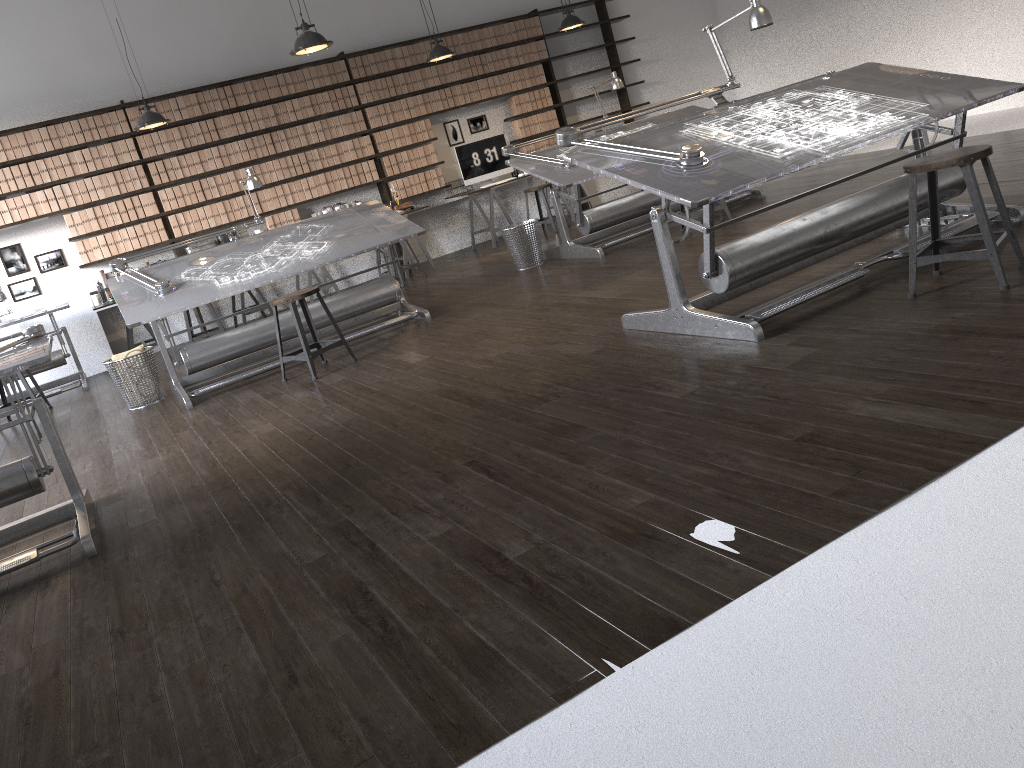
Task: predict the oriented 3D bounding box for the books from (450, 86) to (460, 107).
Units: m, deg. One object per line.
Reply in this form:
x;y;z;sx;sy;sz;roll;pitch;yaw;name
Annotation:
-0.687;-3.311;10.239;0.067;0.223;0.175;-22;14;-23;books

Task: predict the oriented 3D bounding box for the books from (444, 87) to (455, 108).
-0.748;-3.284;10.205;0.067;0.223;0.175;-22;14;-23;books

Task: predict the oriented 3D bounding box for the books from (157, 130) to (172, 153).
-3.493;-2.421;8.898;0.067;0.223;0.175;-22;14;-23;books

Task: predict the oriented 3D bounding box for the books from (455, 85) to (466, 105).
-0.628;-3.334;10.260;0.067;0.223;0.175;-22;14;-23;books

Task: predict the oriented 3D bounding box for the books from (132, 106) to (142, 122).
-3.698;-2.624;8.777;0.067;0.223;0.175;-22;14;-23;books

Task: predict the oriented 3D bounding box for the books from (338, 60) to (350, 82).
-1.849;-3.395;9.647;0.067;0.223;0.175;-22;14;-23;books

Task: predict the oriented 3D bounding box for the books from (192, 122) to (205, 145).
-3.204;-2.541;9.032;0.067;0.223;0.175;-22;14;-23;books

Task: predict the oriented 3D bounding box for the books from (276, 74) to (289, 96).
-2.440;-3.148;9.368;0.067;0.223;0.175;-22;14;-23;books

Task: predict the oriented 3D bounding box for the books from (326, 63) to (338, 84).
-1.972;-3.345;9.594;0.067;0.223;0.175;-22;14;-23;books

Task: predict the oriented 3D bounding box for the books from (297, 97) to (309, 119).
-2.254;-2.938;9.482;0.067;0.223;0.175;-22;14;-23;books

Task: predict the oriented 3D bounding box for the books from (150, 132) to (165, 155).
-3.555;-2.395;8.867;0.067;0.223;0.175;-22;14;-23;books

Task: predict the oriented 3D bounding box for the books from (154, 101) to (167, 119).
-3.518;-2.701;8.870;0.067;0.223;0.175;-22;14;-23;books

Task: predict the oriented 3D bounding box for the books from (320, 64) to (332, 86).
-2.027;-3.320;9.562;0.067;0.223;0.175;-22;14;-23;books

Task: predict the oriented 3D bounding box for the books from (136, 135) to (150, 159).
-3.677;-2.346;8.816;0.067;0.223;0.175;-22;14;-23;books

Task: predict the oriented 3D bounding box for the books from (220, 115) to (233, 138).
-2.961;-2.643;9.149;0.067;0.223;0.175;-22;14;-23;books

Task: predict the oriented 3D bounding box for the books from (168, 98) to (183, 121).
-3.396;-2.750;8.921;0.067;0.223;0.175;-22;14;-23;books

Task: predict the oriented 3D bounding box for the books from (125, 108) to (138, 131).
-3.753;-2.602;8.756;0.067;0.223;0.175;-22;14;-23;books

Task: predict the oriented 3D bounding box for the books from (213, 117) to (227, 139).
-3.018;-2.620;9.125;0.067;0.223;0.175;-22;14;-23;books

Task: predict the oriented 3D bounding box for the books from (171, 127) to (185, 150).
-3.382;-2.466;8.947;0.067;0.223;0.175;-22;14;-23;books

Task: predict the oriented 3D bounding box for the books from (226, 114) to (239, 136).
-2.905;-2.665;9.170;0.067;0.223;0.175;-22;14;-23;books

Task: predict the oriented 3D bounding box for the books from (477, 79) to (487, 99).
-0.385;-3.436;10.378;0.067;0.223;0.175;-22;14;-23;books

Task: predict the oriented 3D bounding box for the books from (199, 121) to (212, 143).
-3.145;-2.567;9.065;0.067;0.223;0.175;-22;14;-23;books

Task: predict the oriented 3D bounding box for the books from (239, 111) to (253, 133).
-2.783;-2.717;9.231;0.067;0.223;0.175;-22;14;-23;books

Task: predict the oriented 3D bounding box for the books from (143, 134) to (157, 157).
-3.616;-2.370;8.843;0.067;0.223;0.175;-22;14;-23;books

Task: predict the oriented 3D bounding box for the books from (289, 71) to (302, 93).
-2.322;-3.200;9.431;0.067;0.223;0.175;-22;14;-23;books

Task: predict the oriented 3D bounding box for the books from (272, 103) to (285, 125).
-2.490;-2.840;9.373;0.067;0.223;0.175;-22;14;-23;books

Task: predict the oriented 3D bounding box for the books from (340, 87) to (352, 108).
-1.831;-3.115;9.682;0.067;0.223;0.175;-22;14;-23;books

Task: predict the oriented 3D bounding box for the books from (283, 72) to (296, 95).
-2.380;-3.174;9.400;0.067;0.223;0.175;-22;14;-23;books

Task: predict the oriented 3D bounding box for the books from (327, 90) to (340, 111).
-1.958;-3.062;9.622;0.067;0.223;0.175;-22;14;-23;books

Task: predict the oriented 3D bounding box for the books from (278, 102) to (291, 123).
-2.429;-2.865;9.400;0.067;0.223;0.175;-22;14;-23;books

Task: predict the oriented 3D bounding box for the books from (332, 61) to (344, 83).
-1.911;-3.370;9.623;0.067;0.223;0.175;-22;14;-23;books

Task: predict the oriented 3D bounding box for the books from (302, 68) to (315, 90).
-2.200;-3.249;9.482;0.067;0.223;0.175;-22;14;-23;books

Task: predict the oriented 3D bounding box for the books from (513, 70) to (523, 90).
0.034;-3.610;10.574;0.067;0.223;0.175;-22;14;-23;books

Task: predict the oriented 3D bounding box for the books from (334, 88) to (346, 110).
-1.892;-3.088;9.647;0.067;0.223;0.175;-22;14;-23;books

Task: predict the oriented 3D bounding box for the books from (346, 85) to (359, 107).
-1.765;-3.141;9.710;0.067;0.223;0.175;-22;14;-23;books

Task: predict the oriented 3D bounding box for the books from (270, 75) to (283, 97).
-2.502;-3.122;9.339;0.067;0.223;0.175;-22;14;-23;books

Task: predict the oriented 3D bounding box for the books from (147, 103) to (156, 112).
-3.575;-2.676;8.838;0.067;0.223;0.175;-22;14;-23;books

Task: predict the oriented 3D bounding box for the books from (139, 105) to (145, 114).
-3.636;-2.650;8.806;0.067;0.223;0.175;-22;14;-23;books

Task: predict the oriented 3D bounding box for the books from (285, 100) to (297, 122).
-2.367;-2.890;9.424;0.067;0.223;0.175;-22;14;-23;books

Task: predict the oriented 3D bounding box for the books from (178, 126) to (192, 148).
-3.327;-2.491;8.979;0.067;0.223;0.175;-22;14;-23;books

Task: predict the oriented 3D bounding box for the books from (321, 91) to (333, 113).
-2.017;-3.036;9.589;0.067;0.223;0.175;-22;14;-23;books

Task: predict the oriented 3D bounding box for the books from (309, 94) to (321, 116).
-2.140;-2.986;9.536;0.067;0.223;0.175;-22;14;-23;books

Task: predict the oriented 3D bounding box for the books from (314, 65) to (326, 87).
-2.086;-3.297;9.539;0.067;0.223;0.175;-22;14;-23;books

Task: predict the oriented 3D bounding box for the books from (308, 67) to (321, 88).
-2.139;-3.275;9.513;0.067;0.223;0.175;-22;14;-23;books

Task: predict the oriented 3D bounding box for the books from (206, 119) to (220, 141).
-3.079;-2.593;9.090;0.067;0.223;0.175;-22;14;-23;books

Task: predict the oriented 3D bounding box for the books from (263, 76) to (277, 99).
-2.558;-3.100;9.317;0.067;0.223;0.175;-22;14;-23;books

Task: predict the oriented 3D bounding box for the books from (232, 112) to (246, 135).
-2.844;-2.691;9.199;0.067;0.223;0.175;-22;14;-23;books

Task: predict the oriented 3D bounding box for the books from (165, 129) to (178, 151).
-3.441;-2.443;8.924;0.067;0.223;0.175;-22;14;-23;books

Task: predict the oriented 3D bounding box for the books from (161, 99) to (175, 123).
-3.457;-2.726;8.896;0.067;0.223;0.175;-22;14;-23;books

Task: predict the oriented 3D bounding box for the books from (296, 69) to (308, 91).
-2.261;-3.224;9.457;0.067;0.223;0.175;-22;14;-23;books

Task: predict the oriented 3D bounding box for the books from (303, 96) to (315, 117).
-2.194;-2.961;9.504;0.067;0.223;0.175;-22;14;-23;books

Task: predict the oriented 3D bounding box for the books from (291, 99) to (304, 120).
-2.306;-2.915;9.455;0.067;0.223;0.175;-22;14;-23;books

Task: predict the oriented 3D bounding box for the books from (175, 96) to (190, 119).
-3.335;-2.776;8.951;0.067;0.223;0.175;-22;14;-23;books

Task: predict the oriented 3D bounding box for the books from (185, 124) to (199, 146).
-3.266;-2.516;9.008;0.067;0.223;0.175;-22;14;-23;books

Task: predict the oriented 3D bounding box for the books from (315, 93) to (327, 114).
-2.079;-3.011;9.565;0.067;0.223;0.175;-22;14;-23;books
